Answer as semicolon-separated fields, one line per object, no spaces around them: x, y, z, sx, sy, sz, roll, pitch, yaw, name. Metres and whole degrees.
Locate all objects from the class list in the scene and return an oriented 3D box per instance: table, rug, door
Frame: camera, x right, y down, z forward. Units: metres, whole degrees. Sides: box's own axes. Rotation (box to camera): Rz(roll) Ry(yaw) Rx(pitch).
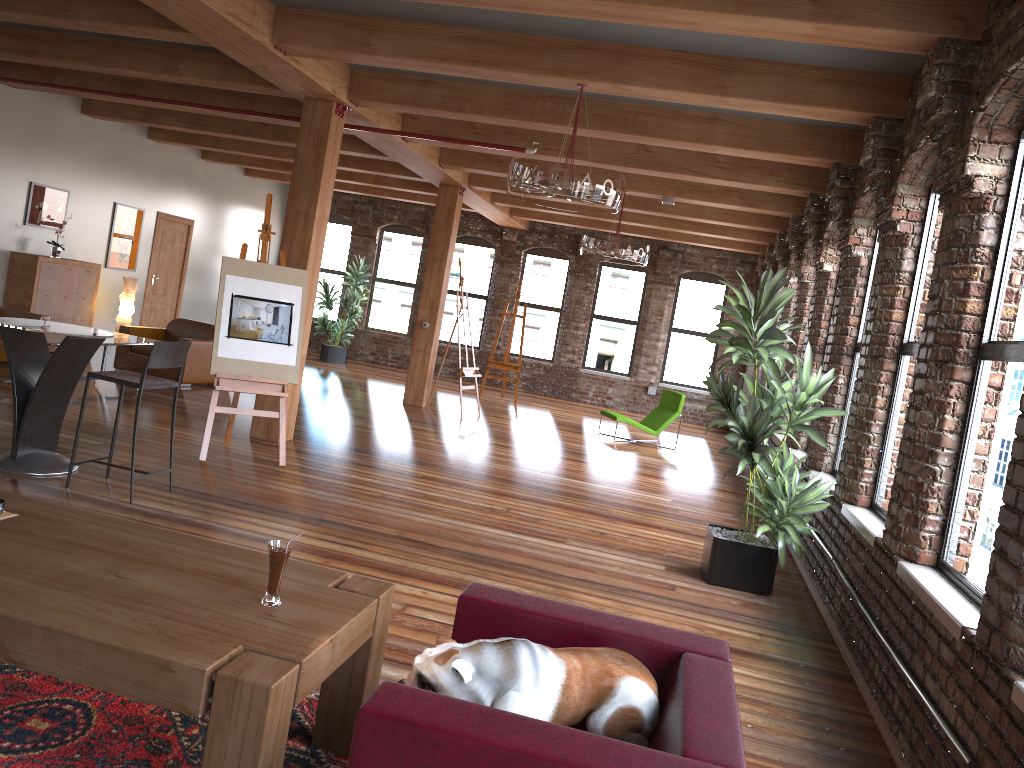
-4.343;-0.207;8.764;0.941;0.559;1.872;10;4;11;table
-1.458;1.060;2.706;2.466;0.009;1.345;11;5;11;rug
-1.366;0.801;2.695;1.753;0.549;0.901;11;4;11;table
-3.043;0.083;5.746;0.725;0.923;0.720;12;4;35;table
-5.599;-1.653;14.186;0.226;2.117;1.030;10;2;10;door

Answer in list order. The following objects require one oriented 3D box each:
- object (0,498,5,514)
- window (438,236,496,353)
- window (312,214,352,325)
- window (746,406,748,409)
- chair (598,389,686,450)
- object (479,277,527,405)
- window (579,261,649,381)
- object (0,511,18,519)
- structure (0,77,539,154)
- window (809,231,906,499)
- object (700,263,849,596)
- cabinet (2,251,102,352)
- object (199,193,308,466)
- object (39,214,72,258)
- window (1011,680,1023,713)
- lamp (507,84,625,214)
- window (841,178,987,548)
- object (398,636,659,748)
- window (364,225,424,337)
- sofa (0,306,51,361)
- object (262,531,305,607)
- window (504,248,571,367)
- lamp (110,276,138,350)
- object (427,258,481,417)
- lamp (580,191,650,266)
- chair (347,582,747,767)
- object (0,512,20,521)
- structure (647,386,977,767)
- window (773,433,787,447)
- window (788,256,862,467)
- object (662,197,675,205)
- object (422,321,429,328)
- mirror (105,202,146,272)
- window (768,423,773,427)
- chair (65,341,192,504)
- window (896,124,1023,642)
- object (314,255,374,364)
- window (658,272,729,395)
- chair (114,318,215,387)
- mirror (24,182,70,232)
-1.749;0.410;2.954;0.099;0.043;0.098;13;5;37;object
-0.895;-1.769;17.225;0.970;2.224;0.221;10;2;11;window
-3.740;-2.338;17.852;0.970;2.166;0.086;10;2;11;window
3.952;-0.651;13.625;0.232;2.211;0.969;10;2;11;window
1.819;0.428;12.543;0.954;0.795;0.683;9;3;-14;chair
-0.031;-0.778;15.084;0.662;2.137;0.685;10;2;6;object
1.945;-1.241;16.670;0.970;2.215;0.219;10;2;11;window
-1.880;0.423;2.800;0.332;0.003;0.471;11;5;11;object
-3.049;-2.831;8.974;6.818;0.112;0.051;11;3;11;structure
2.541;-0.312;6.428;0.235;2.211;0.969;10;2;11;window
1.703;0.288;5.850;0.969;2.100;1.079;11;3;24;object
-5.936;-1.026;11.429;0.419;1.207;1.187;10;3;11;cabinet
-2.051;-0.484;7.152;0.700;2.137;0.688;9;3;-29;object
-5.810;-1.907;11.292;0.371;0.588;0.298;10;3;5;object
1.693;-0.108;2.110;0.235;2.211;0.969;10;2;11;window
0.417;-1.649;6.088;0.807;0.813;0.814;7;4;-37;lamp
2.258;-0.244;4.988;0.235;2.211;0.969;10;2;11;window
0.050;0.857;2.478;0.753;0.296;0.366;8;4;-18;object
-2.298;-2.068;17.569;0.970;2.166;0.086;10;2;11;window
-6.042;-0.622;9.200;0.952;0.734;2.415;10;4;11;sofa
-0.679;0.531;2.582;0.095;0.232;0.075;12;3;44;object
0.521;-1.503;16.947;0.970;2.224;0.221;10;2;11;window
-5.361;-0.945;12.305;0.270;1.112;0.262;8;3;-34;lamp
-0.696;-0.668;12.307;0.687;2.137;0.661;11;2;21;object
1.254;-1.850;10.355;0.807;0.813;0.813;7;4;-43;lamp
0.126;1.056;2.398;0.867;0.592;1.072;10;4;11;chair
-1.879;0.423;2.800;0.353;0.001;0.469;11;5;11;object
2.785;0.797;9.572;1.634;0.313;13.732;10;5;4;structure
3.107;-0.447;9.308;0.236;2.211;0.969;10;2;11;window
2.822;-0.380;7.868;0.232;2.211;0.969;10;2;11;window
1.818;-2.132;10.283;0.146;0.072;0.147;11;4;11;object
-1.196;-0.816;12.210;0.096;0.095;0.061;10;3;11;object
-5.656;-2.136;12.971;0.025;0.951;0.694;10;3;10;mirror
3.386;-0.516;10.748;0.230;2.211;0.969;10;2;11;window
-2.372;0.181;5.524;0.467;0.980;0.430;10;2;11;chair
1.976;-0.176;3.549;0.235;2.211;0.969;10;2;11;window
-3.291;-1.469;16.957;1.078;2.100;0.970;9;2;-11;object
3.382;-0.971;16.388;0.970;2.215;0.219;10;2;11;window
-4.109;-0.421;10.824;1.067;0.734;0.830;11;4;21;chair
-5.941;-2.258;11.338;0.025;0.547;0.695;10;4;10;mirror
